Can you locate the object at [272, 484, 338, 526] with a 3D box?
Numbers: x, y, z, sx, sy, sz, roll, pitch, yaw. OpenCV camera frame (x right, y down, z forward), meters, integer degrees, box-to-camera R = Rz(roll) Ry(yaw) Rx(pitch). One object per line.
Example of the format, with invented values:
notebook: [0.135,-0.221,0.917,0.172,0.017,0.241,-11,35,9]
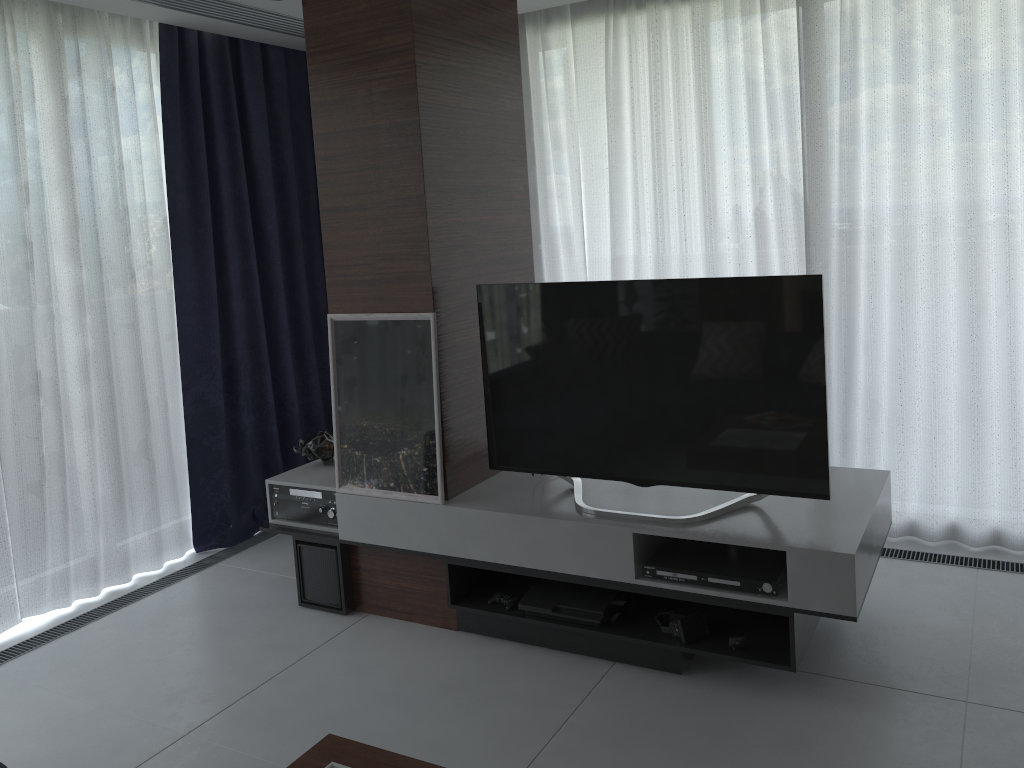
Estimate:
object: [-0.765,0.472,3.780,0.369,0.149,0.373,2,11,29]

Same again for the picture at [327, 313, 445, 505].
picture: [-0.482,0.083,3.330,0.500,0.694,0.053,0,7,30]

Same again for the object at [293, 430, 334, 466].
object: [-0.810,0.276,3.921,0.311,0.149,0.138,-6,8,-13]

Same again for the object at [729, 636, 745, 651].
object: [0.706,0.813,2.768,0.044,0.043,0.044,1,9,30]

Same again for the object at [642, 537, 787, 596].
object: [0.689,0.584,2.892,0.430,0.052,0.339,2,12,29]

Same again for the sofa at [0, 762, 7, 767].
sofa: [-1.262,1.096,1.077,2.873,0.602,1.920,2,11,29]

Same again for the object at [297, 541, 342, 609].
object: [-0.717,0.752,3.668,0.213,0.249,0.257,0,9,30]

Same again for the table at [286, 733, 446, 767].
table: [-0.268,1.072,1.550,0.800,0.349,0.814,1,11,29]

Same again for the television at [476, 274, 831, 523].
television: [0.442,0.032,3.033,1.230,0.779,0.300,1,8,30]

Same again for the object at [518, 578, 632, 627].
object: [0.234,0.761,3.162,0.314,0.067,0.317,2,11,29]

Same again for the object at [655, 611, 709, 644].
object: [0.549,0.779,2.923,0.117,0.078,0.185,-9,11,-30]

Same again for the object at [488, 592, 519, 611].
object: [-0.029,0.785,3.215,0.113,0.036,0.071,5,13,42]

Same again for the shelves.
shelves: [0.184,0.614,3.495,2.349,0.494,0.882,2,11,29]

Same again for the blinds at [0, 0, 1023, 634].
blinds: [-0.382,-0.051,1.083,5.802,2.745,7.212,2,11,33]
